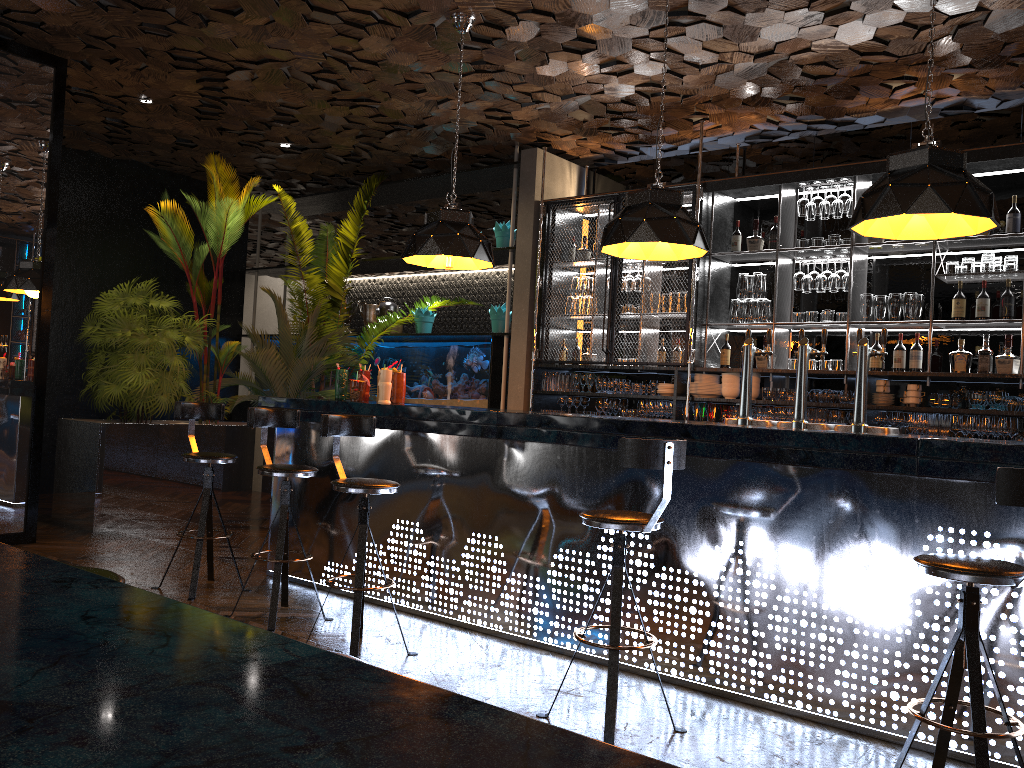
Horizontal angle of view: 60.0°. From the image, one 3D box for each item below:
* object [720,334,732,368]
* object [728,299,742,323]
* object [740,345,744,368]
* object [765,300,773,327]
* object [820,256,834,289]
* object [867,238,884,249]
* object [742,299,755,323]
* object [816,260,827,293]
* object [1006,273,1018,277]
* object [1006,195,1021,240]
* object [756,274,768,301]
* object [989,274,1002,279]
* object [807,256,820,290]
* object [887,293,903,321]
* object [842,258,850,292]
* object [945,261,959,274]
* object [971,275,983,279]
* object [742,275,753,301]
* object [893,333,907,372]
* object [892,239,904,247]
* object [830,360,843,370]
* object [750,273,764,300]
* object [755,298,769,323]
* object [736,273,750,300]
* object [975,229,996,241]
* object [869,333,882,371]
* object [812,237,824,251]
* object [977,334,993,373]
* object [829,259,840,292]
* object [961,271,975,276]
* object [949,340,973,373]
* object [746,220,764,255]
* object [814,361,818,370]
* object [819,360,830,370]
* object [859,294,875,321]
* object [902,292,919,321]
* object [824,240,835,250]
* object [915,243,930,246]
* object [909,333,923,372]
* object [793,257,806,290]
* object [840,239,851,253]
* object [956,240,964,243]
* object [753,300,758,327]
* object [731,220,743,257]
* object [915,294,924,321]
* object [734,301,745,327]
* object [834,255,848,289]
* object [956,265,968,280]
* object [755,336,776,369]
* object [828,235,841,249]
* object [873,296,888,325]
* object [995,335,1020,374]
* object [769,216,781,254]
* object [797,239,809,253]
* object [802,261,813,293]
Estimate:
[{"bbox_3d":[1.753,-0.263,7.261,0.086,0.299,0.086,3,-1,-3],"label":"object"},{"bbox_3d":[1.815,-0.582,7.213,0.105,0.209,0.105,3,-1,-7],"label":"object"},{"bbox_3d":[1.884,-0.259,7.118,0.086,0.297,0.086,4,-1,-18],"label":"object"},{"bbox_3d":[2.050,-0.571,7.154,0.105,0.209,0.105,3,-1,-7],"label":"object"},{"bbox_3d":[2.376,-0.840,6.683,0.092,0.244,0.092,3,-1,-1],"label":"object"},{"bbox_3d":[2.698,-1.145,6.567,0.123,0.279,0.123,3,-1,27],"label":"object"},{"bbox_3d":[1.909,-0.579,7.140,0.105,0.209,0.105,3,-1,-7],"label":"object"},{"bbox_3d":[2.400,-0.835,6.874,0.092,0.244,0.092,3,-1,-1],"label":"object"},{"bbox_3d":[3.416,-0.784,6.076,0.089,0.092,0.089,3,-1,28],"label":"object"},{"bbox_3d":[3.408,-1.133,6.023,0.086,0.298,0.086,3,-1,-3],"label":"object"},{"bbox_3d":[2.021,-0.781,7.190,0.105,0.209,0.105,3,-1,-7],"label":"object"},{"bbox_3d":[3.360,-0.786,6.164,0.089,0.092,0.089,4,-1,-26],"label":"object"},{"bbox_3d":[2.298,-0.843,6.745,0.092,0.244,0.092,3,-1,-1],"label":"object"},{"bbox_3d":[2.774,-0.546,6.422,0.105,0.209,0.105,3,-1,-7],"label":"object"},{"bbox_3d":[2.559,-0.829,6.748,0.092,0.244,0.092,3,-1,-1],"label":"object"},{"bbox_3d":[3.065,-0.802,6.173,0.089,0.092,0.089,4,-1,-26],"label":"object"},{"bbox_3d":[3.262,-0.790,6.210,0.089,0.092,0.089,4,-1,-26],"label":"object"},{"bbox_3d":[1.936,-0.784,7.272,0.105,0.209,0.105,3,-1,-7],"label":"object"},{"bbox_3d":[2.821,-0.222,6.449,0.086,0.298,0.086,3,-1,-3],"label":"object"},{"bbox_3d":[2.821,-1.142,6.469,0.083,0.282,0.083,3,-1,23],"label":"object"},{"bbox_3d":[2.433,-0.135,6.658,0.089,0.092,0.089,4,-2,-41],"label":"object"},{"bbox_3d":[1.969,-0.785,7.116,0.105,0.209,0.105,3,-1,-7],"label":"object"},{"bbox_3d":[1.992,-0.576,7.059,0.105,0.209,0.105,3,-1,-7],"label":"object"},{"bbox_3d":[1.871,-0.789,7.181,0.105,0.209,0.105,3,-1,-7],"label":"object"},{"bbox_3d":[3.263,-1.114,6.117,0.151,0.248,0.094,2,-2,42],"label":"object"},{"bbox_3d":[2.682,-0.227,6.526,0.086,0.299,0.086,3,-1,-3],"label":"object"},{"bbox_3d":[2.346,-1.073,6.808,0.089,0.092,0.089,3,-1,6],"label":"object"},{"bbox_3d":[3.244,-0.198,6.074,0.083,0.282,0.083,2,-1,38],"label":"object"},{"bbox_3d":[2.478,-0.832,6.813,0.092,0.244,0.092,3,-1,-1],"label":"object"},{"bbox_3d":[3.140,-0.799,6.106,0.089,0.092,0.089,3,-1,10],"label":"object"},{"bbox_3d":[3.122,-0.184,6.169,0.151,0.248,0.094,3,-1,27],"label":"object"},{"bbox_3d":[1.959,-1.180,7.133,0.123,0.279,0.123,3,-1,27],"label":"object"},{"bbox_3d":[2.339,-0.134,6.921,0.089,0.092,0.089,3,-1,10],"label":"object"},{"bbox_3d":[2.389,-0.135,6.773,0.089,0.092,0.089,4,-2,-41],"label":"object"},{"bbox_3d":[2.608,-0.553,6.519,0.105,0.209,0.105,3,-1,-7],"label":"object"},{"bbox_3d":[2.845,-0.544,6.336,0.105,0.209,0.105,3,-1,-7],"label":"object"},{"bbox_3d":[2.460,-1.065,6.873,0.089,0.092,0.089,4,-2,-41],"label":"object"},{"bbox_3d":[2.951,-1.137,6.366,0.083,0.282,0.083,4,-1,-37],"label":"object"},{"bbox_3d":[2.900,-0.219,6.357,0.086,0.298,0.086,3,-1,-3],"label":"object"},{"bbox_3d":[2.212,-0.846,6.813,0.092,0.244,0.092,3,-1,-1],"label":"object"},{"bbox_3d":[2.565,-1.061,6.805,0.089,0.092,0.089,3,-1,6],"label":"object"},{"bbox_3d":[3.138,-1.136,6.218,0.083,0.282,0.083,3,-1,23],"label":"object"},{"bbox_3d":[1.971,-0.573,7.230,0.105,0.209,0.105,3,-1,-7],"label":"object"},{"bbox_3d":[1.847,-1.195,7.279,0.086,0.298,0.086,3,-1,-3],"label":"object"},{"bbox_3d":[2.921,-0.538,6.414,0.105,0.209,0.105,3,-1,-7],"label":"object"},{"bbox_3d":[1.879,-0.577,7.311,0.105,0.209,0.105,3,-1,-7],"label":"object"},{"bbox_3d":[2.457,-0.837,6.619,0.092,0.244,0.092,3,-1,-1],"label":"object"},{"bbox_3d":[3.184,-0.793,6.287,0.089,0.092,0.089,3,-1,10],"label":"object"},{"bbox_3d":[2.013,-0.244,7.030,0.123,0.279,0.123,4,-1,-38],"label":"object"},{"bbox_3d":[2.427,-1.071,6.679,0.089,0.092,0.089,3,-1,6],"label":"object"},{"bbox_3d":[2.729,-0.545,6.570,0.105,0.209,0.105,3,-1,-7],"label":"object"},{"bbox_3d":[3.344,-0.192,5.978,0.123,0.279,0.123,4,-1,-38],"label":"object"},{"bbox_3d":[2.091,-1.186,7.050,0.086,0.299,0.086,3,-1,-3],"label":"object"},{"bbox_3d":[2.265,-1.075,6.901,0.089,0.092,0.089,3,-1,6],"label":"object"},{"bbox_3d":[2.314,-0.838,6.942,0.092,0.244,0.092,3,-1,-1],"label":"object"}]
